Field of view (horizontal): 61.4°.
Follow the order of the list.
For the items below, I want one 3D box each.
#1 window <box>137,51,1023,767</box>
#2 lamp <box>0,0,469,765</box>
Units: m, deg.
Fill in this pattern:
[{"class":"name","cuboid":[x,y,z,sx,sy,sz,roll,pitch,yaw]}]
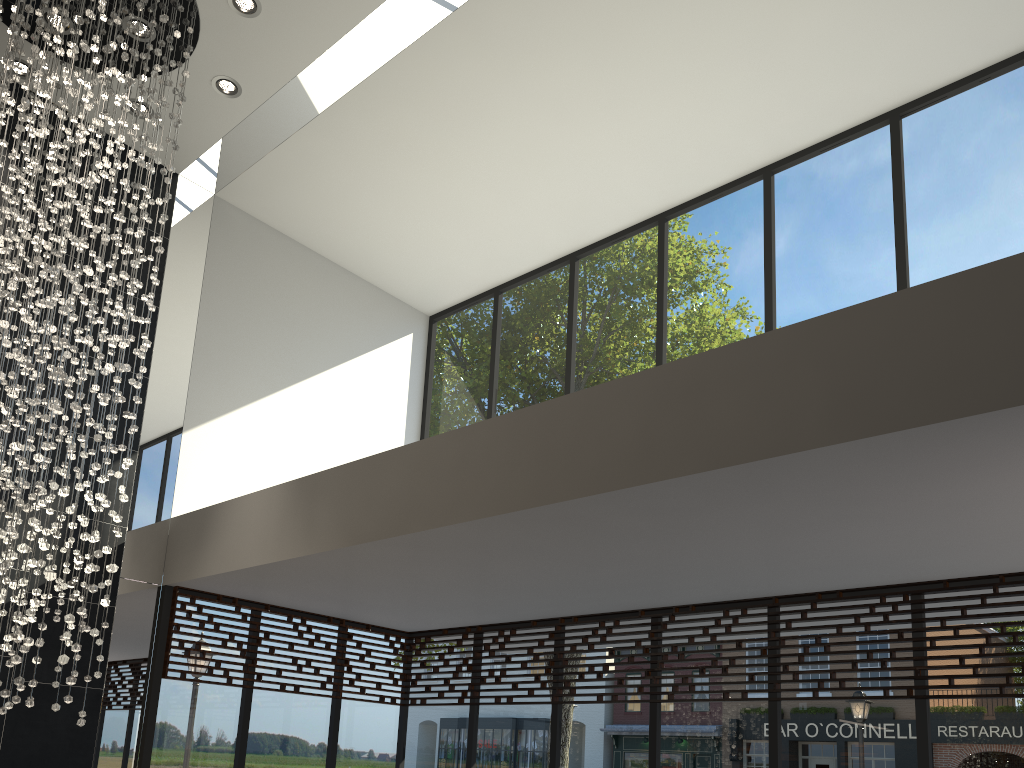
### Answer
[{"class":"window","cuboid":[0.597,0.918,5.000,6.301,5.636,2.445,-14,-22,41]},{"class":"lamp","cuboid":[-3.060,-43.699,7.265,404.806,107.067,422.016,12,-25,-20]}]
